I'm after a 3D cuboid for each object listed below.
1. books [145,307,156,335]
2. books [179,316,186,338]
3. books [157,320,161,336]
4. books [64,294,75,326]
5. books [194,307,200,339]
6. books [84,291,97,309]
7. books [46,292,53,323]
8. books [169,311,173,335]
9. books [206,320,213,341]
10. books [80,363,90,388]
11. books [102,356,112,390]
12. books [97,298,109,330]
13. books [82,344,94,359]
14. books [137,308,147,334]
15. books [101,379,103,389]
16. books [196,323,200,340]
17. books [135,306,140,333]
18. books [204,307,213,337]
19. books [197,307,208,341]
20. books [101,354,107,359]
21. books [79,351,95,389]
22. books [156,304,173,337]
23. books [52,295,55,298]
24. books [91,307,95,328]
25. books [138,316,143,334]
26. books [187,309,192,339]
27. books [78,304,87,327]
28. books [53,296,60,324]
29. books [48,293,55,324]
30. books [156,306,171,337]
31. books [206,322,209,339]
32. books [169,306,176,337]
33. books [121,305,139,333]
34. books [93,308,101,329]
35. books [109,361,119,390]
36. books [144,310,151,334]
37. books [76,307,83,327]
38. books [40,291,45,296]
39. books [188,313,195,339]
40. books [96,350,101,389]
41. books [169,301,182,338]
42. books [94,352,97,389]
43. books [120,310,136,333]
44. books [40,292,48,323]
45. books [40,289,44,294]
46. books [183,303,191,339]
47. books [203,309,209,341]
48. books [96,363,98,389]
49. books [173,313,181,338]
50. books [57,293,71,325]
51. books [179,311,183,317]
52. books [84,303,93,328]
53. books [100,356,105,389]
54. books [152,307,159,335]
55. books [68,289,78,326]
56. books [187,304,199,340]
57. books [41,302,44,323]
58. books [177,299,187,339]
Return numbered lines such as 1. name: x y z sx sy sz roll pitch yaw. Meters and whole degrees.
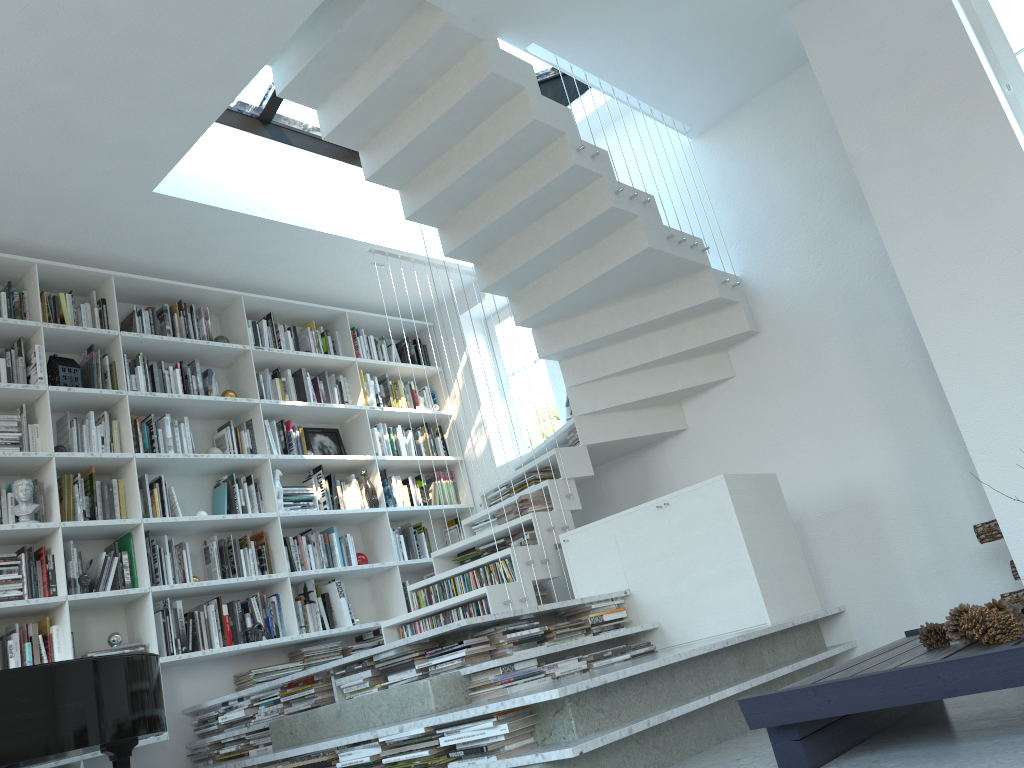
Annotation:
1. books: -2.230 -0.321 5.411 0.161 0.254 0.030 -28 -22 37
2. books: -2.087 -0.291 5.525 0.189 0.200 0.018 -28 -22 37
3. books: -2.201 -0.280 5.452 0.132 0.190 0.031 -28 -22 37
4. books: -2.553 -0.360 5.070 0.152 0.273 0.030 -28 -22 37
5. books: -2.041 -0.322 5.665 0.134 0.320 0.008 -28 -21 37
6. books: -2.459 -0.372 5.197 0.129 0.328 0.012 -28 -21 37
7. books: -2.619 -0.367 4.974 0.158 0.260 0.034 -28 -22 37
8. books: -2.158 -0.325 5.520 0.139 0.294 0.017 -28 -22 37
9. books: -1.969 -0.278 5.672 0.188 0.208 0.014 -28 -22 37
10. books: -2.415 0.011 5.004 0.156 0.213 0.019 -28 -22 37
11. books: -2.336 -0.010 5.058 0.186 0.247 0.013 -28 -22 37
12. books: -2.414 -0.347 5.182 0.186 0.252 0.029 -28 -22 37
13. books: -2.405 -0.046 5.043 0.143 0.338 0.025 -28 -22 37
14. books: -2.258 -0.318 5.355 0.174 0.228 0.013 -28 -22 37
15. books: -2.369 0.014 5.044 0.140 0.210 0.013 -28 -22 37
16. books: -2.035 -0.320 5.641 0.137 0.298 0.019 -28 -22 37
17. books: -2.291 -0.322 5.341 0.173 0.243 0.011 -28 -22 37
18. books: -1.974 -0.322 5.694 0.164 0.305 0.006 -28 -22 37
19. books: -2.007 -0.321 5.657 0.189 0.296 0.013 -28 -22 37
20. books: -2.349 -0.016 5.103 0.131 0.291 0.005 -28 -22 37
21. books: -2.394 -0.028 4.998 0.191 0.271 0.021 -28 -22 37
22. books: -2.164 -0.330 5.497 0.168 0.291 0.024 -28 -22 37
23. books: -2.608 -0.356 5.022 0.133 0.263 0.007 -28 -22 37
24. books: -2.465 -0.320 5.143 0.162 0.203 0.025 -28 -22 37
25. books: -2.268 -0.293 5.348 0.160 0.183 0.009 -28 -22 37
26. books: -2.069 -0.313 5.594 0.163 0.274 0.008 -28 -22 37
27. books: -2.491 -0.329 5.092 0.180 0.201 0.024 -28 -22 37
28. books: -2.587 -0.356 4.988 0.171 0.233 0.015 -28 -22 37
29. books: -2.610 -0.363 4.995 0.142 0.261 0.008 -28 -22 37
30. books: -2.161 -0.325 5.459 0.185 0.257 0.028 -28 -22 37
31. books: -1.986 -0.278 5.666 0.158 0.214 0.018 -28 -22 37
32. books: -2.142 -0.322 5.528 0.160 0.284 0.007 -28 -22 37
33. books: -2.291 -0.326 5.328 0.173 0.243 0.009 -28 -22 37
34. books: -2.443 -0.317 5.154 0.182 0.193 0.022 -28 -22 37
35. books: -2.311 0.008 5.076 0.224 0.213 0.008 -28 -22 37
36. books: -2.247 -0.309 5.385 0.164 0.225 0.028 -28 -22 37
37. books: -2.503 -0.321 5.071 0.173 0.179 0.022 -28 -22 37
38. books: -2.635 -0.369 4.953 0.166 0.259 0.006 -28 -22 37
39. books: -2.055 -0.302 5.602 0.150 0.251 0.024 -28 -22 37
40. books: -2.374 -0.030 5.034 0.179 0.287 0.021 -28 -22 37
41. books: -2.119 -0.337 5.542 0.179 0.311 0.006 -28 -22 37
42. books: -2.392 -0.021 5.018 0.182 0.271 0.022 -28 -22 37
43. books: -2.300 -0.312 5.298 0.183 0.205 0.046 -28 -22 37
44. books: -2.627 -0.365 4.936 0.192 0.238 0.007 -28 -22 37
45. books: -2.641 -0.373 4.967 0.150 0.278 0.007 -28 -22 37
46. books: -2.076 -0.335 5.561 0.183 0.298 0.015 -28 -22 37
47. books: -1.993 -0.314 5.658 0.181 0.277 0.008 -28 -22 37
48. books: -2.387 0.010 5.029 0.169 0.216 0.024 -28 -22 37
49. books: -2.114 -0.303 5.518 0.160 0.230 0.018 -28 -22 37
50. books: -2.564 -0.361 5.024 0.191 0.254 0.054 -28 -22 37
51. books: -2.094 -0.308 5.551 0.170 0.250 0.008 -28 -22 37
52. books: -2.471 -0.334 5.111 0.170 0.212 0.031 -28 -22 37
53. books: -2.361 -0.010 5.051 0.159 0.254 0.005 -28 -22 37
54. books: -2.214 -0.319 5.431 0.169 0.255 0.021 -28 -22 37
55. books: -2.530 -0.376 5.077 0.168 0.296 0.010 -28 -22 37
56. books: -2.045 -0.329 5.616 0.183 0.306 0.008 -28 -22 37
57. books: -2.646 -0.335 4.936 0.160 0.192 0.015 -28 -22 37
58. books: -2.098 -0.344 5.567 0.184 0.328 0.007 -28 -22 37
